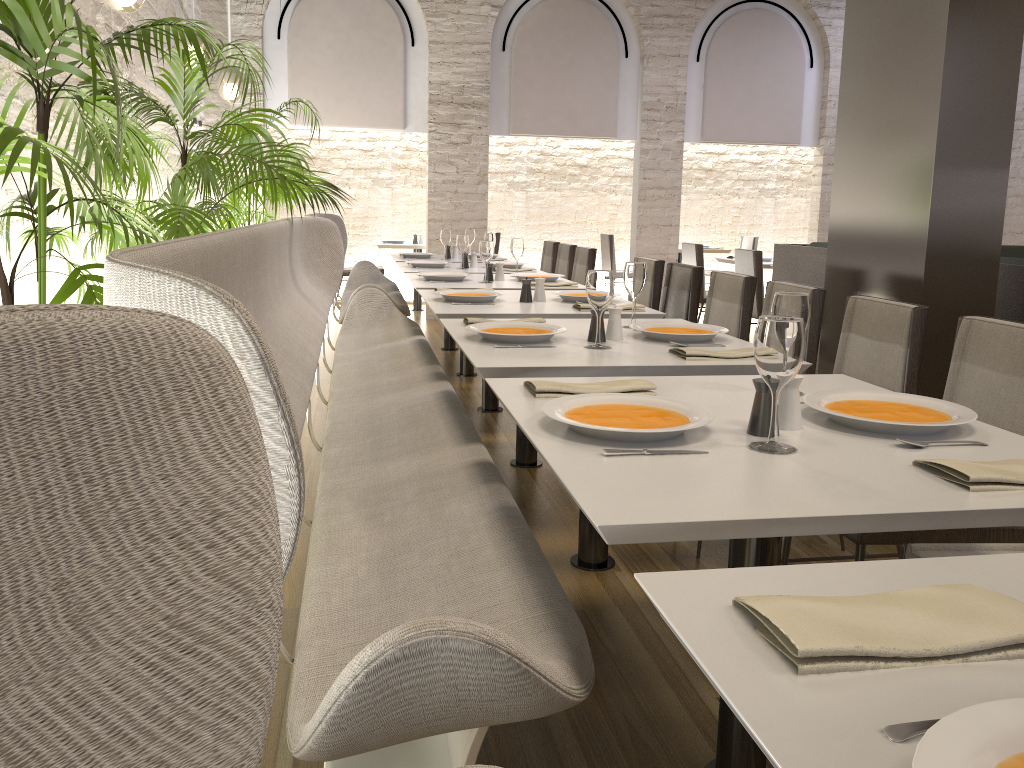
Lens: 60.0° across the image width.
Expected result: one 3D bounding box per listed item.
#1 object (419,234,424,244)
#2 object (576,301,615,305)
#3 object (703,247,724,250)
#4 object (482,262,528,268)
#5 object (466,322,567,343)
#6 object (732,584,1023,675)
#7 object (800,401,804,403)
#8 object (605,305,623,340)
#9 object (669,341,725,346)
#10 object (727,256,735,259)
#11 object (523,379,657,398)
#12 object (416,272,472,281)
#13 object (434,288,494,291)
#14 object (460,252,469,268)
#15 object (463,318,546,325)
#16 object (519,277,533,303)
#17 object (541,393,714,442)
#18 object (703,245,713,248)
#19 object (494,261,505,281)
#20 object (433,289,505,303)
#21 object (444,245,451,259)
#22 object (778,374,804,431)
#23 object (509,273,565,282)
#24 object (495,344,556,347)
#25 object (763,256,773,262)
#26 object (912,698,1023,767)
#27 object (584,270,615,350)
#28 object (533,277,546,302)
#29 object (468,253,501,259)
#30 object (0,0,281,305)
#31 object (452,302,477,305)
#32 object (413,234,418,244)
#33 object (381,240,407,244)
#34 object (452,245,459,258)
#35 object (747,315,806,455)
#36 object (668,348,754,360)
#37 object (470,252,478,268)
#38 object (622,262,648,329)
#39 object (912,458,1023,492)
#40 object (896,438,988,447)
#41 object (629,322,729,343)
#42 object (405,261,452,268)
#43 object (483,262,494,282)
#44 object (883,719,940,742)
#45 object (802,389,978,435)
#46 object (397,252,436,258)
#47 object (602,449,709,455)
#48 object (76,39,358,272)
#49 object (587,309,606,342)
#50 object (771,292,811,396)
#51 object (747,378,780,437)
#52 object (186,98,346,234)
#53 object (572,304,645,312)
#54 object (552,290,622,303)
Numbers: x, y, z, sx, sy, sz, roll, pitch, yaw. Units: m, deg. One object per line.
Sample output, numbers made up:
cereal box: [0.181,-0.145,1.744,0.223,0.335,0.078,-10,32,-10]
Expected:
object: [-1.025,-1.642,10.018,0.059,0.109,0.060,0,9,-8]
object: [0.366,-0.351,3.854,0.181,0.015,0.038,0,11,-9]
object: [2.304,-1.573,10.276,0.273,0.033,0.143,-1,11,-10]
object: [-0.047,-0.828,6.193,0.322,0.036,0.323,7,12,27]
object: [0.014,-0.160,2.801,0.322,0.036,0.323,-6,13,-32]
object: [0.376,0.234,0.876,0.273,0.033,0.143,-1,11,-10]
object: [0.710,0.036,1.937,0.185,0.010,0.017,-1,11,-10]
object: [0.328,-0.198,2.828,0.059,0.109,0.060,-2,10,-18]
object: [0.570,-0.123,2.715,0.181,0.015,0.038,0,11,-9]
object: [2.149,-1.172,8.222,0.273,0.033,0.143,-1,11,-10]
object: [0.174,0.007,2.008,0.273,0.033,0.143,-1,11,-10]
object: [-0.385,-0.606,5.028,0.322,0.036,0.323,7,12,27]
object: [-0.232,-0.448,4.277,0.273,0.033,0.143,-1,11,-10]
object: [-0.323,-0.850,6.071,0.059,0.109,0.060,6,10,25]
object: [-0.028,-0.220,3.138,0.273,0.033,0.143,-1,11,-10]
object: [0.063,-0.417,3.911,0.059,0.109,0.060,-2,10,-18]
object: [0.215,0.067,1.671,0.322,0.036,0.323,-5,13,-27]
object: [2.243,-1.650,10.626,0.322,0.036,0.323,6,12,24]
object: [-0.070,-0.645,5.055,0.059,0.109,0.060,6,10,25]
object: [-0.190,-0.388,3.940,0.322,0.036,0.323,-6,13,-32]
object: [-0.521,-1.073,7.180,0.059,0.109,0.060,6,10,25]
object: [0.530,0.029,1.699,0.059,0.109,0.060,-2,10,-18]
object: [0.145,-0.613,5.120,0.322,0.036,0.323,7,12,27]
object: [0.041,-0.114,2.623,0.185,0.010,0.017,-1,11,-10]
object: [2.190,-1.112,7.886,0.322,0.036,0.323,9,14,35]
object: [0.418,0.294,0.540,0.322,0.036,0.323,6,12,24]
object: [0.259,-0.222,2.634,0.087,0.229,0.086,7,11,31]
object: [0.124,-0.426,3.967,0.059,0.109,0.060,-2,10,-18]
object: [-0.245,-1.051,7.302,0.322,0.036,0.323,7,12,27]
object: [-1.139,-0.262,2.162,1.146,1.962,1.195,5,10,20]
object: [-0.163,-0.342,3.762,0.185,0.010,0.017,-1,11,-10]
object: [-1.087,-1.632,9.961,0.059,0.109,0.060,0,9,-8]
object: [-1.340,-1.604,9.991,0.322,0.036,0.323,6,12,24]
object: [-0.460,-1.082,7.237,0.059,0.109,0.060,6,10,25]
object: [0.457,0.000,1.530,0.086,0.229,0.087,8,11,37]
object: [0.604,-0.089,2.544,0.273,0.033,0.143,-1,11,-10]
object: [-0.262,-0.860,6.128,0.059,0.109,0.060,6,10,25]
object: [0.431,-0.313,3.120,0.087,0.229,0.086,7,11,31]
object: [0.806,0.138,1.414,0.273,0.033,0.143,-1,11,-10]
object: [0.772,0.104,1.585,0.181,0.015,0.038,0,11,-9]
object: [0.543,-0.166,2.893,0.322,0.036,0.323,-6,13,-32]
object: [-0.576,-0.822,6.101,0.322,0.036,0.323,7,12,27]
object: [-0.131,-0.635,4.998,0.059,0.109,0.060,6,10,25]
object: [0.383,0.267,0.712,0.181,0.015,0.038,0,11,-9]
object: [0.745,0.060,1.763,0.322,0.036,0.323,-5,13,-27]
object: [-0.775,-1.044,7.210,0.322,0.036,0.323,7,12,27]
object: [0.243,0.113,1.493,0.185,0.010,0.017,-1,11,-10]
object: [-1.491,-0.655,4.117,1.190,1.962,1.150,7,11,30]
object: [0.267,-0.188,2.772,0.059,0.109,0.060,-2,10,-18]
object: [0.629,-0.092,2.015,0.086,0.229,0.086,1,9,-4]
object: [0.469,0.039,1.642,0.059,0.109,0.060,-2,10,-18]
object: [-1.903,-1.136,6.516,1.146,1.962,1.194,-4,11,-29]
object: [0.401,-0.318,3.683,0.273,0.033,0.143,-1,11,-10]
object: [0.340,-0.395,4.032,0.322,0.036,0.323,-6,13,-32]
